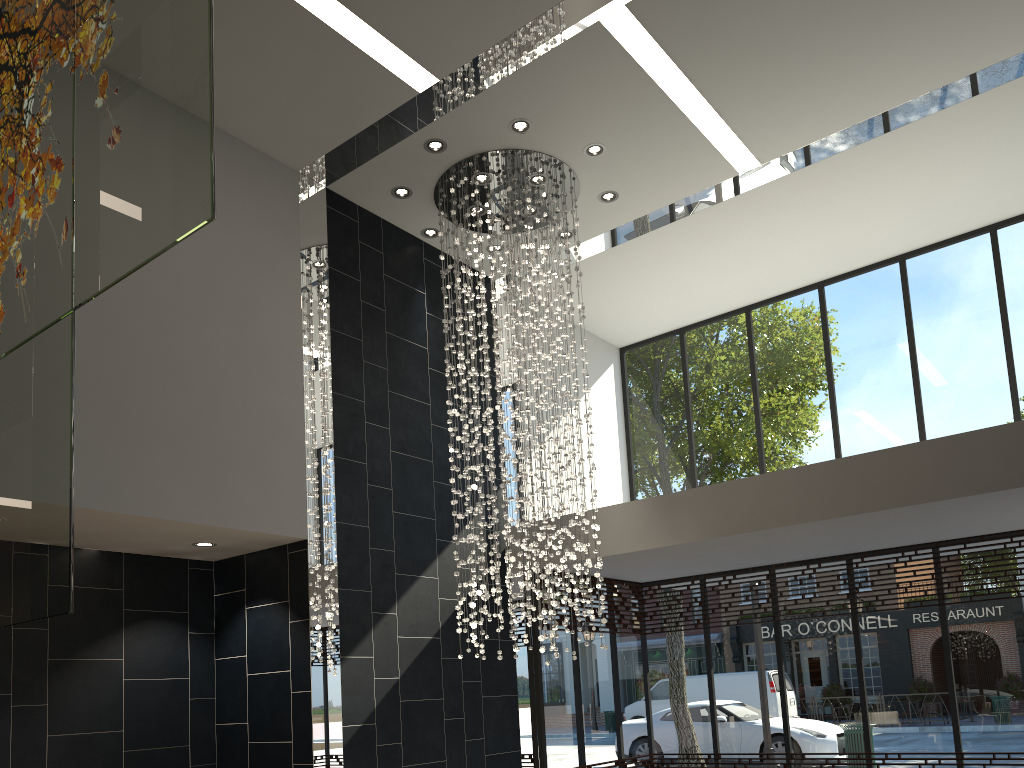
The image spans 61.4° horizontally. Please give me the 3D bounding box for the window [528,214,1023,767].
[{"bbox_3d":[3.303,1.300,8.268,6.302,5.749,2.398,-14,-14,37],"label":"window"}]

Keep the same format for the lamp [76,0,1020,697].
[{"bbox_3d":[-4.572,-43.785,6.405,401.468,108.837,418.644,6,-21,-26],"label":"lamp"}]
